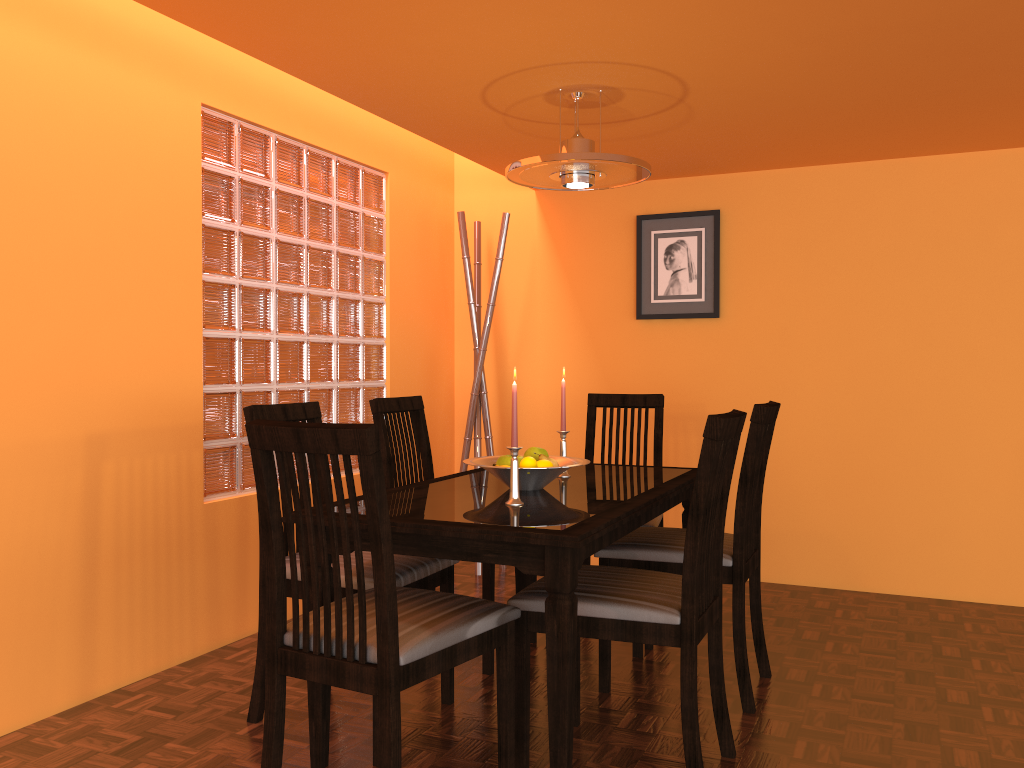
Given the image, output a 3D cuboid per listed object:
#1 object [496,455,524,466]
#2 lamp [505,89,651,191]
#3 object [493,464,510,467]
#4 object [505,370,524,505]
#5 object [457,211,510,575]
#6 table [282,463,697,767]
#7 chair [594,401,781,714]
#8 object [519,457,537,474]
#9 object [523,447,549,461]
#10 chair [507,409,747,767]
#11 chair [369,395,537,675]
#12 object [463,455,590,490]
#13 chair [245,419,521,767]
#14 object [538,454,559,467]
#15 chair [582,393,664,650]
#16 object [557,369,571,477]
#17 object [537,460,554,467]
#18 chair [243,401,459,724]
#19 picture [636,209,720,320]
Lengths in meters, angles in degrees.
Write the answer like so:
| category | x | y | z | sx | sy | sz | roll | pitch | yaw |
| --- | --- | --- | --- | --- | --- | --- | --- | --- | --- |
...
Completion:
| category | x | y | z | sx | sy | sz | roll | pitch | yaw |
| --- | --- | --- | --- | --- | --- | --- | --- | --- | --- |
| object | 0.000 | 0.225 | 2.337 | 0.089 | 0.076 | 0.087 | 1 | 1 | 30 |
| lamp | 0.197 | -0.731 | 2.656 | 0.435 | 0.274 | 0.435 | -1 | 1 | -44 |
| object | 0.030 | 0.233 | 2.297 | 0.150 | 0.052 | 0.066 | 0 | 1 | -18 |
| object | 0.006 | 0.118 | 2.075 | 0.044 | 0.326 | 0.044 | 0 | 1 | 13 |
| object | -0.133 | 0.040 | 3.929 | 0.226 | 1.589 | 0.308 | -1 | 1 | -44 |
| table | 0.067 | 0.567 | 2.388 | 0.697 | 0.584 | 1.259 | 0 | 1 | 24 |
| chair | 0.510 | 0.453 | 2.510 | 0.465 | 0.809 | 0.373 | 0 | 1 | 24 |
| object | 0.042 | 0.207 | 2.253 | 0.046 | 0.046 | 0.055 | 0 | 1 | 7 |
| object | 0.066 | 0.203 | 2.416 | 0.069 | 0.066 | 0.069 | 1 | 1 | 34 |
| chair | 0.274 | 0.462 | 1.983 | 0.465 | 0.809 | 0.373 | 0 | 1 | 24 |
| chair | -0.189 | 0.447 | 2.824 | 0.465 | 0.809 | 0.373 | 0 | 1 | 24 |
| object | 0.038 | 0.240 | 2.350 | 0.337 | 0.072 | 0.337 | 0 | 1 | -10 |
| chair | -0.255 | 0.467 | 1.737 | 0.373 | 0.809 | 0.465 | 1 | 1 | 29 |
| object | 0.099 | 0.218 | 2.344 | 0.055 | 0.070 | 0.066 | 0 | 1 | 6 |
| chair | 0.351 | 0.442 | 3.068 | 0.373 | 0.809 | 0.465 | 0 | 1 | 19 |
| object | 0.151 | 0.109 | 2.604 | 0.044 | 0.326 | 0.044 | 0 | 1 | 13 |
| object | 0.081 | 0.218 | 2.285 | 0.055 | 0.046 | 0.046 | 0 | 1 | -13 |
| chair | -0.425 | 0.456 | 2.298 | 0.465 | 0.809 | 0.373 | 0 | 1 | 24 |
| picture | 0.711 | -0.508 | 3.815 | 0.361 | 0.456 | 0.014 | 0 | 1 | 24 |
